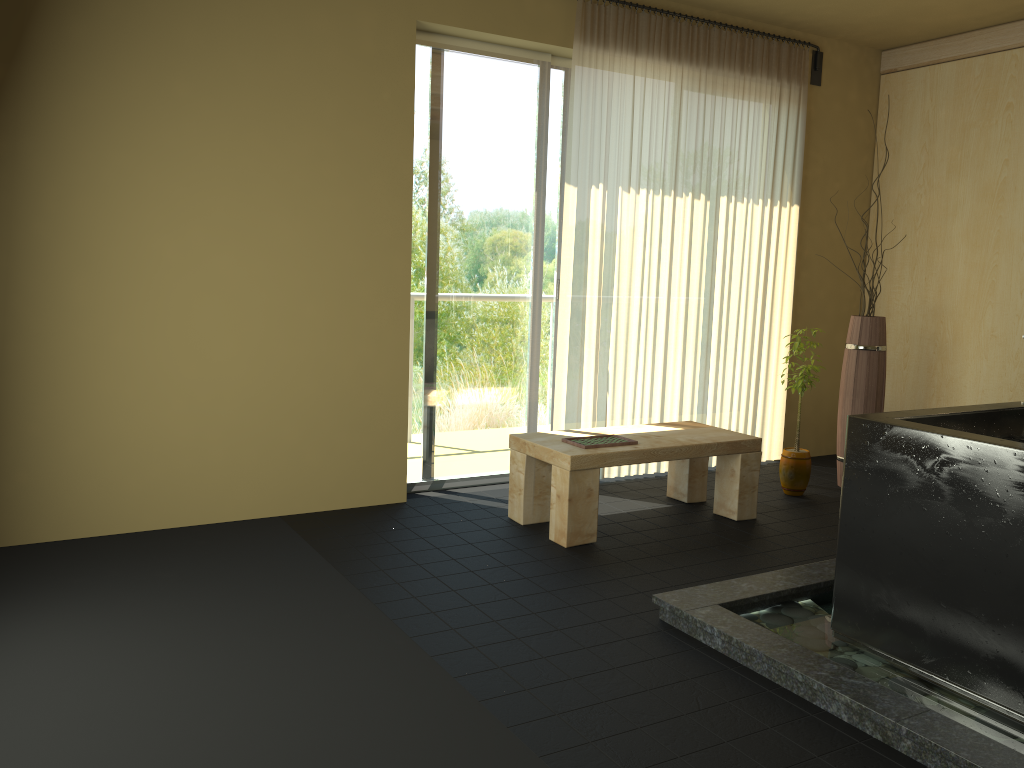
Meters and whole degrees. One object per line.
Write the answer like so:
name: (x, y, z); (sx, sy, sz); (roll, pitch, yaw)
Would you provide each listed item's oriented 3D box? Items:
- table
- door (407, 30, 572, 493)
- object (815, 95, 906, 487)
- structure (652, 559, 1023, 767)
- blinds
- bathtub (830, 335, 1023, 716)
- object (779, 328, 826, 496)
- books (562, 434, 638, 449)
table: (0.594, 0.446, 4.244); (1.125, 0.399, 0.514); (-2, 8, -30)
door: (-0.137, -0.593, 4.701); (1.038, 2.329, 0.063); (-2, 8, -31)
object: (1.945, -0.498, 5.017); (0.468, 2.176, 0.463); (4, 7, 20)
structure: (2.610, 0.976, 3.165); (3.801, 0.635, 1.975); (-2, 9, -30)
blinds: (1.059, -0.768, 5.123); (1.944, 2.576, 0.064); (-2, 8, -31)
bathtub: (2.241, 0.249, 2.887); (2.132, 1.160, 1.069); (-2, 8, -30)
object: (1.555, 0.138, 4.811); (0.242, 0.928, 0.267); (3, 7, 8)
books: (0.398, 0.260, 4.020); (0.294, 0.014, 0.182); (-2, 9, -30)
